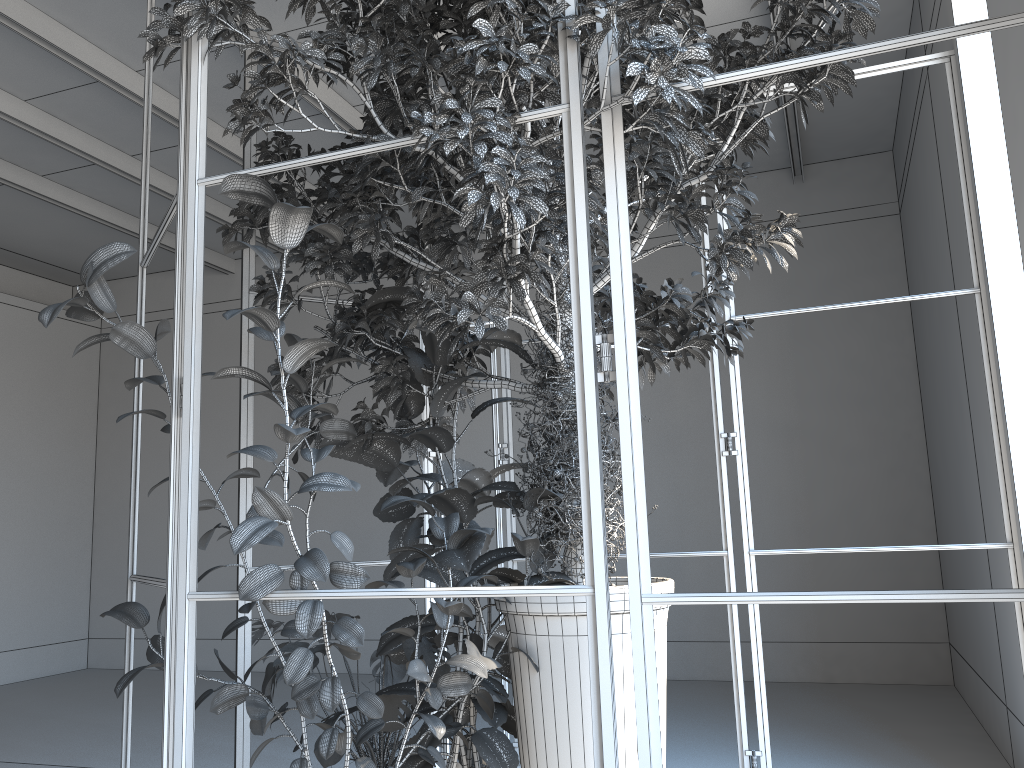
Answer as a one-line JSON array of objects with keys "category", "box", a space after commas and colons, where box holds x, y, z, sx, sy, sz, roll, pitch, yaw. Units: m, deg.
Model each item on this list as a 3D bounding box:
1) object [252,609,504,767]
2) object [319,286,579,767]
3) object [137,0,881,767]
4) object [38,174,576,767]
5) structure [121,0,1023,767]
[{"category": "object", "box": [-0.573, 1.369, 3.323, 1.125, 1.001, 0.920, -5, -10, 17]}, {"category": "object", "box": [-0.202, 0.716, 3.142, 0.868, 2.157, 1.270, 6, -12, -39]}, {"category": "object", "box": [0.012, -0.320, 2.938, 2.243, 4.154, 2.486, -1, -10, -9]}, {"category": "object", "box": [-0.598, 0.653, 2.623, 1.253, 2.183, 1.309, -8, -11, 30]}, {"category": "structure", "box": [0.312, 0.108, 3.227, 2.994, 3.454, 2.452, -6, -10, 19]}]
